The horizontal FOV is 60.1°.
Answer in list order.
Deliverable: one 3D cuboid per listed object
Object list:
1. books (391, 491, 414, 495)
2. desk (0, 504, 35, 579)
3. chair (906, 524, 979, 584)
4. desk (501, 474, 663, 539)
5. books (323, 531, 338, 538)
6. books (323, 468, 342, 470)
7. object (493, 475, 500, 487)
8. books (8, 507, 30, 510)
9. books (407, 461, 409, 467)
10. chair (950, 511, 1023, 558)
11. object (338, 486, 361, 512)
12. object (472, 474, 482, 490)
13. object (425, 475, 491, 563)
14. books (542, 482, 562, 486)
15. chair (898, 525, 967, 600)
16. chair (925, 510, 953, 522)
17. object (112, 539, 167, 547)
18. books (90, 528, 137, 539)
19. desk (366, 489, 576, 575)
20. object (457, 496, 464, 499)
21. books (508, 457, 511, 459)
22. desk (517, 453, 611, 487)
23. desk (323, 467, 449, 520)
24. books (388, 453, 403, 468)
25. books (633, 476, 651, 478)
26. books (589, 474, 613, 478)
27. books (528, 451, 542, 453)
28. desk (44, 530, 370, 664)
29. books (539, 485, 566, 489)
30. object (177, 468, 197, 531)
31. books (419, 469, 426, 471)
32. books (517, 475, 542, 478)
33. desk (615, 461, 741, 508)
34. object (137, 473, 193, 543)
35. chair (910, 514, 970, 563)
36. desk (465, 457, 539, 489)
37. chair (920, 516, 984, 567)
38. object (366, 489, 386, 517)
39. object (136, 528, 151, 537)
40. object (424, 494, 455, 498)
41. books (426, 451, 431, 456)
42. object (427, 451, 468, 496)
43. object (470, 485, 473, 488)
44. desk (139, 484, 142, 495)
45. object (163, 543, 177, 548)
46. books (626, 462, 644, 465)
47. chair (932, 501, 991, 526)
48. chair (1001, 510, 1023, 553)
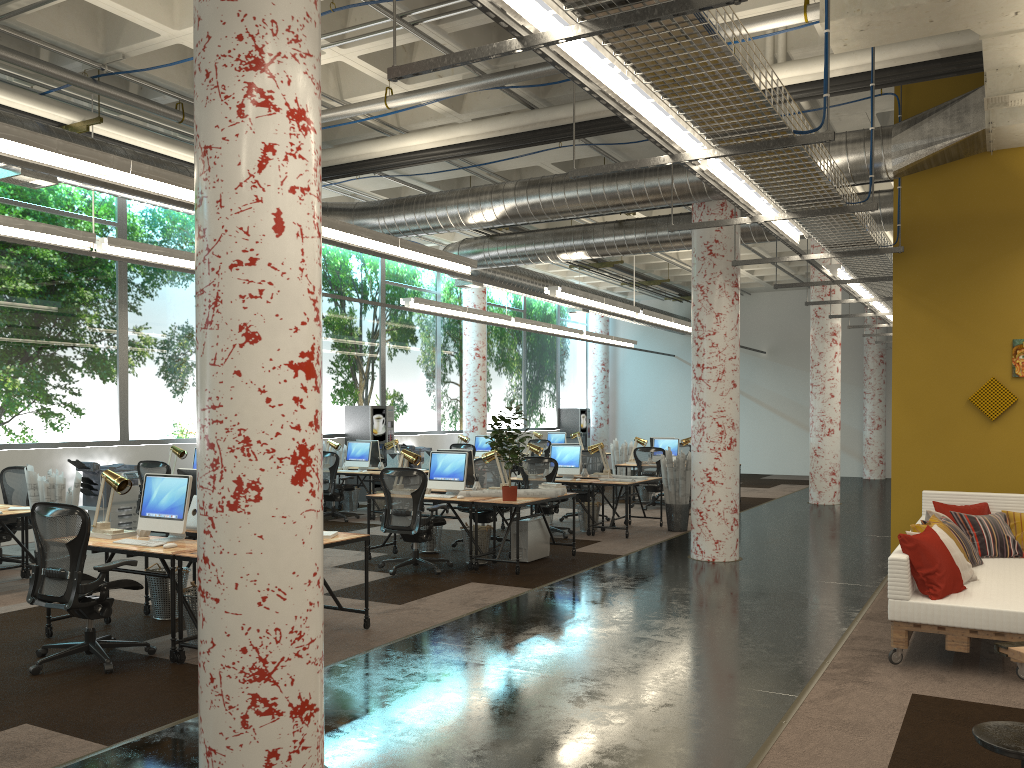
[{"bbox_3d":[-1.211,1.221,10.016,0.309,0.038,0.225,-1,-2,29],"label":"books"},{"bbox_3d":[-5.582,1.576,8.504,1.940,0.724,1.401,-1,-2,29],"label":"desk"},{"bbox_3d":[3.065,1.233,6.307,0.525,0.401,0.331,1,-1,-42],"label":"chair"},{"bbox_3d":[1.017,1.716,12.747,1.940,0.724,1.401,-1,-2,29],"label":"desk"},{"bbox_3d":[-1.439,1.138,6.685,0.200,0.024,0.235,0,-2,2],"label":"books"},{"bbox_3d":[-2.989,1.399,14.581,0.309,0.038,0.225,-1,-2,29],"label":"books"},{"bbox_3d":[-1.177,1.993,16.535,0.366,0.437,3.410,0,-2,39],"label":"object"},{"bbox_3d":[-4.746,1.209,8.602,0.243,0.019,0.205,1,-2,-24],"label":"books"},{"bbox_3d":[-1.735,1.238,13.896,0.233,0.310,0.068,0,1,29],"label":"books"},{"bbox_3d":[4.023,1.283,7.481,0.516,0.392,0.358,0,0,-2],"label":"chair"},{"bbox_3d":[-2.754,1.944,15.087,0.353,0.435,0.368,0,0,-25],"label":"object"},{"bbox_3d":[-0.403,1.141,10.169,0.101,0.209,0.101,0,1,-16],"label":"object"},{"bbox_3d":[-0.624,1.493,9.868,0.848,0.934,0.104,0,1,24],"label":"object"},{"bbox_3d":[0.449,1.138,10.057,0.185,0.030,0.153,-1,-2,27],"label":"books"},{"bbox_3d":[2.807,1.199,5.935,0.534,0.445,0.301,1,0,-45],"label":"chair"},{"bbox_3d":[3.631,1.255,7.405,0.334,0.438,0.545,0,-1,34],"label":"chair"},{"bbox_3d":[-2.645,1.128,6.291,0.439,0.017,0.118,-1,-2,29],"label":"object"},{"bbox_3d":[-3.029,1.131,6.690,0.309,0.038,0.225,-1,-2,29],"label":"books"},{"bbox_3d":[-0.447,1.601,9.976,1.940,0.725,1.401,-1,-2,29],"label":"desk"},{"bbox_3d":[-0.544,1.206,9.451,0.059,0.029,0.106,-1,-2,30],"label":"object"},{"bbox_3d":[0.006,1.520,18.217,0.309,0.038,0.225,-1,-2,29],"label":"books"},{"bbox_3d":[1.292,1.991,20.862,1.940,0.724,1.401,-1,-2,29],"label":"desk"},{"bbox_3d":[-2.224,1.779,14.541,1.940,0.724,1.401,-1,-2,29],"label":"desk"},{"bbox_3d":[-1.807,1.234,13.766,0.233,0.310,0.068,0,1,29],"label":"books"},{"bbox_3d":[1.854,1.348,12.845,0.243,0.019,0.205,1,-2,-24],"label":"books"},{"bbox_3d":[1.310,1.340,12.940,0.309,0.038,0.225,-1,-2,29],"label":"books"},{"bbox_3d":[0.528,1.611,20.902,0.309,0.038,0.225,-1,-2,29],"label":"books"},{"bbox_3d":[-2.265,1.511,6.650,1.940,0.724,1.401,-1,-2,29],"label":"desk"},{"bbox_3d":[0.457,1.170,10.070,0.193,0.044,0.257,2,-3,-43],"label":"books"},{"bbox_3d":[-2.487,0.921,7.057,0.483,0.486,0.189,0,1,29],"label":"object"},{"bbox_3d":[-1.505,1.400,14.383,0.200,0.024,0.235,0,-2,2],"label":"books"},{"bbox_3d":[0.253,1.335,12.787,0.309,0.038,0.225,-1,-2,29],"label":"books"},{"bbox_3d":[3.038,1.831,16.176,1.940,0.724,1.401,-1,-2,29],"label":"desk"},{"bbox_3d":[-2.515,0.901,6.468,0.483,0.486,0.189,0,1,29],"label":"object"},{"bbox_3d":[3.224,1.227,6.654,0.316,0.438,0.546,0,-1,41],"label":"chair"},{"bbox_3d":[-0.287,1.896,18.024,1.940,0.724,1.401,-1,-2,29],"label":"desk"},{"bbox_3d":[3.491,1.272,7.011,0.341,0.408,0.523,0,-1,45],"label":"chair"},{"bbox_3d":[-2.168,1.915,14.249,0.358,0.435,0.353,0,0,25],"label":"object"},{"bbox_3d":[-2.781,1.047,6.688,0.101,0.209,0.101,0,1,-16],"label":"object"},{"bbox_3d":[-0.827,1.218,9.617,0.439,0.017,0.118,-1,-2,29],"label":"object"},{"bbox_3d":[-1.316,1.263,14.650,0.233,0.310,0.068,0,1,29],"label":"books"},{"bbox_3d":[-0.697,0.991,9.794,0.483,0.486,0.189,0,1,29],"label":"object"},{"bbox_3d":[-0.814,2.061,18.569,0.358,0.435,0.353,0,0,25],"label":"object"},{"bbox_3d":[-3.743,1.687,11.811,1.940,0.724,1.401,-1,-2,29],"label":"desk"},{"bbox_3d":[-2.362,1.116,6.125,0.059,0.029,0.106,-1,-2,30],"label":"object"},{"bbox_3d":[2.274,1.451,16.216,0.309,0.038,0.225,-1,-2,29],"label":"books"},{"bbox_3d":[4.000,1.254,7.775,0.534,0.437,0.287,0,0,2],"label":"chair"},{"bbox_3d":[4.428,1.283,7.458,0.521,0.382,0.366,0,0,26],"label":"chair"}]
